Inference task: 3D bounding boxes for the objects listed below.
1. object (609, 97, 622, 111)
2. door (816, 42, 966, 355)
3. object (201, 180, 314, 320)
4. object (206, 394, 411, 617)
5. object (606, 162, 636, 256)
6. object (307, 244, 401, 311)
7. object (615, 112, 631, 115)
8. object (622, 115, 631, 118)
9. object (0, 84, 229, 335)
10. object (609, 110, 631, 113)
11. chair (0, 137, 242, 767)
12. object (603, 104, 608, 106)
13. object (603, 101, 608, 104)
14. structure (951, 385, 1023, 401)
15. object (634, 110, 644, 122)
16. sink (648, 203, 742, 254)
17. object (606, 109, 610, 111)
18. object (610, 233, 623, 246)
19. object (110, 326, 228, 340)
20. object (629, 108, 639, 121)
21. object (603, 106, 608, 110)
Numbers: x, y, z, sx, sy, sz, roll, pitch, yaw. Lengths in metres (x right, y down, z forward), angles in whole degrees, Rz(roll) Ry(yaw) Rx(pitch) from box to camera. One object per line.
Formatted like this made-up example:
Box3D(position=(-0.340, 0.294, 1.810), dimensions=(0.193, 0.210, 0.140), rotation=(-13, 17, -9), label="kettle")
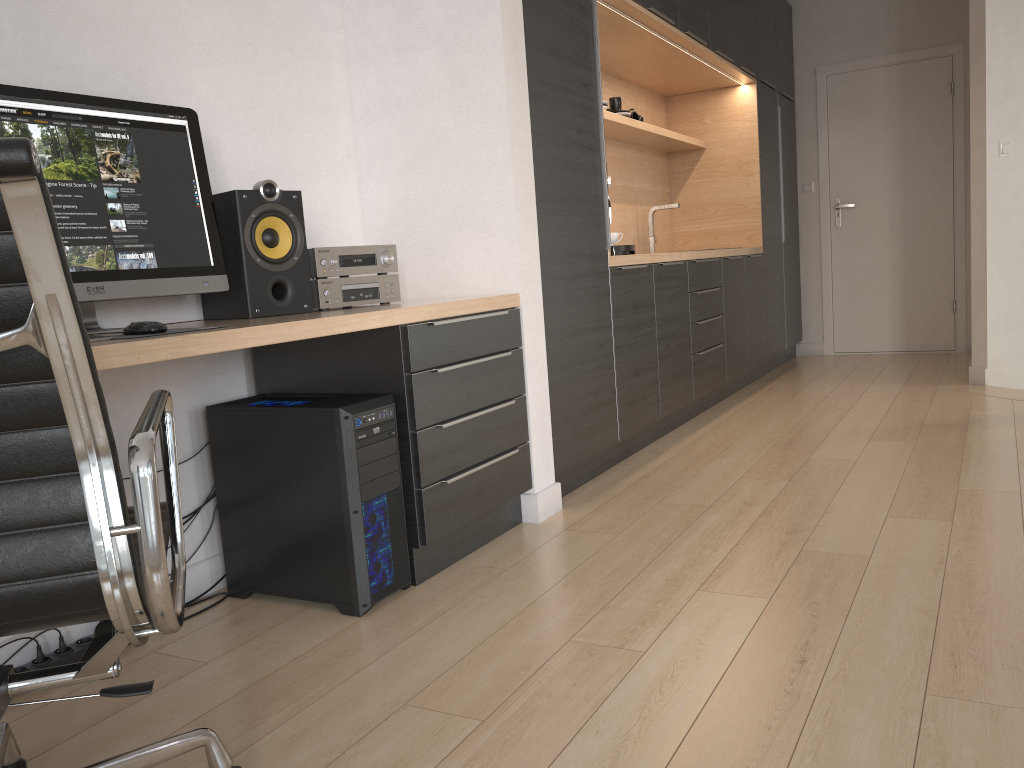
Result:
Box3D(position=(0.549, -1.463, 4.678), dimensions=(0.066, 0.092, 0.084), rotation=(-5, 7, -2), label="object")
Box3D(position=(2.743, -1.279, 6.435), dimensions=(0.974, 2.136, 0.085), rotation=(0, 8, 29), label="door")
Box3D(position=(-0.705, -0.360, 2.408), dimensions=(0.249, 0.354, 0.198), rotation=(3, 10, 44), label="object")
Box3D(position=(-0.532, 0.303, 2.356), dimensions=(0.474, 0.527, 0.215), rotation=(0, 8, 29), label="object")
Box3D(position=(0.296, -0.754, 3.931), dimensions=(0.584, 0.398, 0.618), rotation=(0, 8, 29), label="object")
Box3D(position=(-0.523, -0.311, 2.616), dimensions=(0.270, 0.174, 0.285), rotation=(3, 10, 44), label="object")
Box3D(position=(0.559, -1.411, 4.693), dimensions=(0.145, 0.025, 0.145), rotation=(2, 10, 42), label="object")
Box3D(position=(0.557, -1.398, 4.693), dimensions=(0.145, 0.025, 0.145), rotation=(2, 10, 42), label="object")
Box3D(position=(-0.984, -0.376, 1.983), dimensions=(0.190, 0.535, 0.716), rotation=(1, 9, 34), label="object")
Box3D(position=(0.555, -1.422, 4.690), dimensions=(0.145, 0.025, 0.145), rotation=(2, 10, 42), label="object")
Box3D(position=(-0.765, 0.239, 1.162), dimensions=(0.664, 0.991, 0.699), rotation=(-6, 7, -10), label="chair")
Box3D(position=(0.401, -1.356, 4.373), dimensions=(0.145, 0.025, 0.145), rotation=(-2, 8, 15), label="object")
Box3D(position=(0.400, -1.369, 4.368), dimensions=(0.145, 0.025, 0.145), rotation=(-2, 8, 15), label="object")
Box3D(position=(4.404, 1.255, 3.350), dimensions=(2.823, 4.339, 4.190), rotation=(-6, 8, -16), label="structure")
Box3D(position=(0.687, -1.495, 4.976), dimensions=(0.100, 0.093, 0.066), rotation=(2, 9, 38), label="object")
Box3D(position=(1.035, -0.816, 5.275), dimensions=(0.512, 0.518, 0.626), rotation=(0, 8, 29), label="sink")
Box3D(position=(0.540, -1.449, 4.834), dimensions=(0.084, 0.092, 0.066), rotation=(1, 9, 35), label="object")
Box3D(position=(0.400, -0.600, 3.702), dimensions=(0.099, 0.057, 0.095), rotation=(0, 9, 31), label="object")
Box3D(position=(-0.742, -0.104, 1.820), dimensions=(0.200, 0.002, 0.250), rotation=(0, 8, 29), label="object")
Box3D(position=(0.651, -1.480, 4.926), dimensions=(0.100, 0.093, 0.066), rotation=(3, 10, 43), label="object")
Box3D(position=(0.402, -1.345, 4.371), dimensions=(0.145, 0.025, 0.145), rotation=(-2, 8, 15), label="object")
